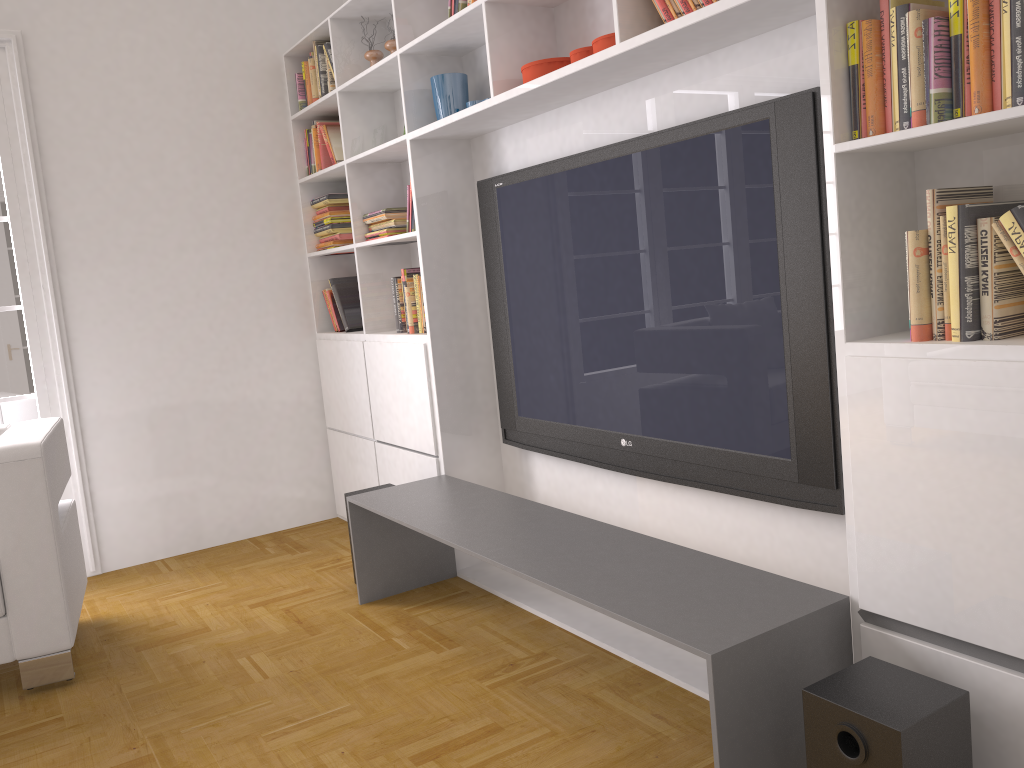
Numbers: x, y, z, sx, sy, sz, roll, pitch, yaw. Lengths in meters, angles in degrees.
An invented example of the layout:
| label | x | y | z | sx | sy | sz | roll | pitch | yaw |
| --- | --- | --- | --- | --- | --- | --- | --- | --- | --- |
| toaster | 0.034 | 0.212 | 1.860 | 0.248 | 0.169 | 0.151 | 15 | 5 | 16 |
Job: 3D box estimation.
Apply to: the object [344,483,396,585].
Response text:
| label | x | y | z | sx | sy | sz | roll | pitch | yaw |
| --- | --- | --- | --- | --- | --- | --- | --- | --- | --- |
| object | -0.543 | 0.643 | 3.697 | 0.217 | 0.390 | 0.211 | -9 | 7 | -31 |

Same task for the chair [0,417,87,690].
| label | x | y | z | sx | sy | sz | roll | pitch | yaw |
| --- | --- | --- | --- | --- | --- | --- | --- | --- | --- |
| chair | -2.154 | 0.588 | 3.095 | 1.097 | 0.909 | 0.802 | -8 | 7 | -22 |

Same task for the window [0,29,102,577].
| label | x | y | z | sx | sy | sz | roll | pitch | yaw |
| --- | --- | --- | --- | --- | --- | --- | --- | --- | --- |
| window | -3.527 | -0.097 | 3.295 | 3.355 | 2.522 | 0.195 | -10 | 7 | -32 |

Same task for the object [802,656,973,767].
| label | x | y | z | sx | sy | sz | roll | pitch | yaw |
| --- | --- | --- | --- | --- | --- | --- | --- | --- | --- |
| object | 0.718 | 0.772 | 1.693 | 0.217 | 0.390 | 0.211 | -9 | 7 | -31 |

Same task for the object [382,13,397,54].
| label | x | y | z | sx | sy | sz | roll | pitch | yaw |
| --- | --- | --- | --- | --- | --- | --- | --- | --- | --- |
| object | -0.517 | -1.506 | 3.943 | 0.119 | 0.259 | 0.179 | -7 | 6 | -11 |

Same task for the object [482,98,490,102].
| label | x | y | z | sx | sy | sz | roll | pitch | yaw |
| --- | --- | --- | --- | --- | --- | --- | --- | --- | --- |
| object | -0.047 | -1.013 | 3.213 | 0.124 | 0.032 | 0.124 | 1 | 10 | 43 |

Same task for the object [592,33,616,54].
| label | x | y | z | sx | sy | sz | roll | pitch | yaw |
| --- | --- | --- | --- | --- | --- | --- | --- | --- | --- |
| object | 0.327 | -0.984 | 2.601 | 0.183 | 0.054 | 0.182 | -10 | 9 | -35 |

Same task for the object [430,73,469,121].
| label | x | y | z | sx | sy | sz | roll | pitch | yaw |
| --- | --- | --- | --- | --- | --- | --- | --- | --- | --- |
| object | -0.239 | -1.111 | 3.497 | 0.147 | 0.192 | 0.147 | -11 | 9 | -42 |

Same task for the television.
| label | x | y | z | sx | sy | sz | roll | pitch | yaw |
| --- | --- | --- | --- | --- | --- | --- | --- | --- | --- |
| television | 0.379 | -0.235 | 2.928 | 0.082 | 1.085 | 1.661 | -9 | 8 | -31 |

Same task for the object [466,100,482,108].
| label | x | y | z | sx | sy | sz | roll | pitch | yaw |
| --- | --- | --- | --- | --- | --- | --- | --- | --- | --- |
| object | -0.132 | -1.033 | 3.344 | 0.078 | 0.056 | 0.078 | -6 | 7 | -6 |

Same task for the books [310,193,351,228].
| label | x | y | z | sx | sy | sz | roll | pitch | yaw |
| --- | --- | --- | --- | --- | --- | --- | --- | --- | --- |
| books | -0.914 | -0.914 | 4.675 | 0.208 | 0.153 | 0.252 | -10 | 8 | -31 |

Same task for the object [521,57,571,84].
| label | x | y | z | sx | sy | sz | roll | pitch | yaw |
| --- | --- | --- | --- | --- | --- | --- | --- | --- | --- |
| object | 0.138 | -1.018 | 2.935 | 0.210 | 0.072 | 0.211 | -1 | 8 | 33 |

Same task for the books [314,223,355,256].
| label | x | y | z | sx | sy | sz | roll | pitch | yaw |
| --- | --- | --- | --- | --- | --- | --- | --- | --- | --- |
| books | -0.891 | -0.766 | 4.677 | 0.208 | 0.153 | 0.284 | -10 | 8 | -31 |

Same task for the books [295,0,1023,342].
| label | x | y | z | sx | sy | sz | roll | pitch | yaw |
| --- | --- | --- | --- | --- | --- | --- | --- | --- | --- |
| books | 0.025 | -0.902 | 3.133 | 0.236 | 1.452 | 3.865 | -9 | 8 | -31 |

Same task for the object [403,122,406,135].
| label | x | y | z | sx | sy | sz | roll | pitch | yaw |
| --- | --- | --- | --- | --- | --- | --- | --- | --- | --- |
| object | -0.468 | -1.163 | 4.084 | 0.052 | 0.189 | 0.144 | -9 | 7 | -31 |

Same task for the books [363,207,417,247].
| label | x | y | z | sx | sy | sz | roll | pitch | yaw |
| --- | --- | --- | --- | --- | --- | --- | --- | --- | --- |
| books | -0.535 | -0.730 | 4.111 | 0.208 | 0.153 | 0.284 | -10 | 8 | -31 |

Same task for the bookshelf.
| label | x | y | z | sx | sy | sz | roll | pitch | yaw |
| --- | --- | --- | --- | --- | --- | --- | --- | --- | --- |
| bookshelf | 0.498 | -0.372 | 2.575 | 0.390 | 2.474 | 5.369 | -9 | 8 | -31 |

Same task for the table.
| label | x | y | z | sx | sy | sz | roll | pitch | yaw |
| --- | --- | --- | --- | --- | --- | --- | --- | --- | --- |
| table | 0.082 | 0.677 | 2.764 | 0.438 | 0.434 | 1.974 | -10 | 8 | -31 |

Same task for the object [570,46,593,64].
| label | x | y | z | sx | sy | sz | roll | pitch | yaw |
| --- | --- | --- | --- | --- | --- | --- | --- | --- | --- |
| object | 0.247 | -1.000 | 2.764 | 0.129 | 0.072 | 0.129 | -10 | 8 | -35 |

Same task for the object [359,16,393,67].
| label | x | y | z | sx | sy | sz | roll | pitch | yaw |
| --- | --- | --- | --- | --- | --- | --- | --- | --- | --- |
| object | -0.596 | -1.520 | 4.034 | 0.179 | 0.278 | 0.121 | -9 | 7 | -26 |
